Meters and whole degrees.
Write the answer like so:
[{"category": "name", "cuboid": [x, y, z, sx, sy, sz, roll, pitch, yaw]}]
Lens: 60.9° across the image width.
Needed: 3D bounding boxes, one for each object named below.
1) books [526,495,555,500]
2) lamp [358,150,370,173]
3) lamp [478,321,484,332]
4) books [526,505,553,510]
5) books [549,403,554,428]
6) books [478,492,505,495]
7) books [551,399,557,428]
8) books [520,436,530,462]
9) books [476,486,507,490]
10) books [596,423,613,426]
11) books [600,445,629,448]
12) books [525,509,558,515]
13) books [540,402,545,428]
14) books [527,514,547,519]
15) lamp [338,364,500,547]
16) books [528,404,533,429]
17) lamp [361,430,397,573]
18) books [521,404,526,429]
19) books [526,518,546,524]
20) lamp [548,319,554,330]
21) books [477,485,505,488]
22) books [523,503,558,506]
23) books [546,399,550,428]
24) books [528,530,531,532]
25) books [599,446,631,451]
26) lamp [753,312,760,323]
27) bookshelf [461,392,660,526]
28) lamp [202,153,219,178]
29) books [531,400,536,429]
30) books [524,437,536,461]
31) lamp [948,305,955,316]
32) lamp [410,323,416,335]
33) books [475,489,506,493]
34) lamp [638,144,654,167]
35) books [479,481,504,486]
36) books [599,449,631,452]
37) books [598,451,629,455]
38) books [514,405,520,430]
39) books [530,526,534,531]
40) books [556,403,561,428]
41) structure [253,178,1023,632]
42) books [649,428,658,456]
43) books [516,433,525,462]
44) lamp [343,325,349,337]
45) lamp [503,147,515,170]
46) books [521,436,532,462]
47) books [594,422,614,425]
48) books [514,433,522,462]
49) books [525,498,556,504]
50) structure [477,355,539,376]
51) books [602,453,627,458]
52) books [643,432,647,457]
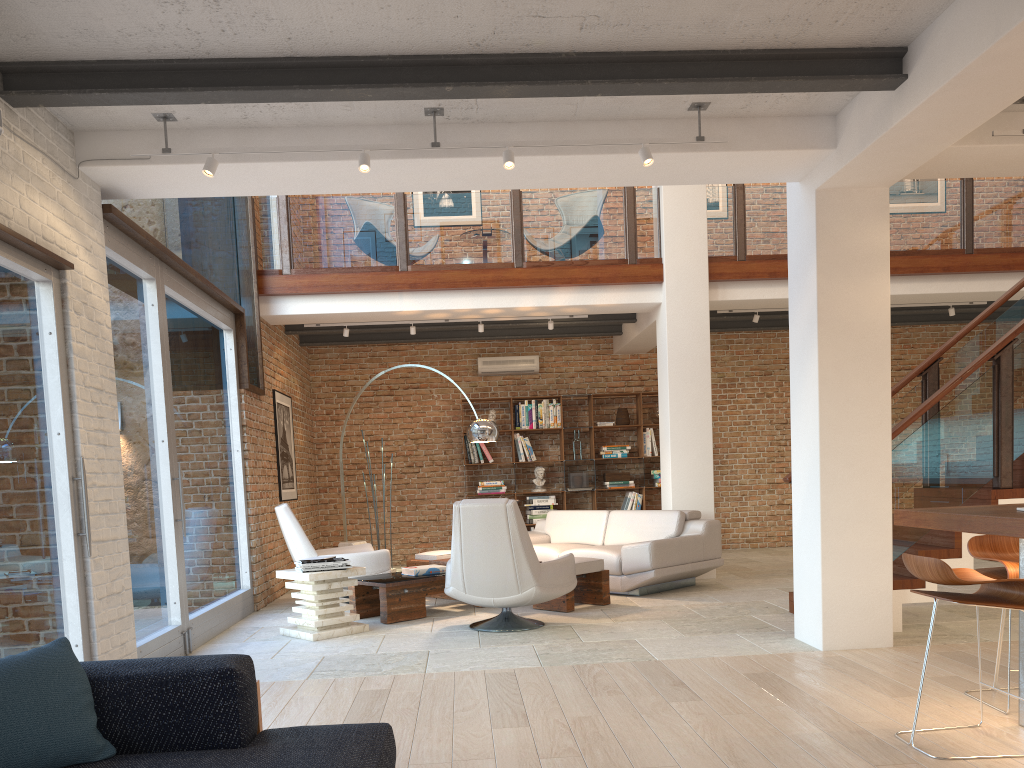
[{"category": "books", "cuboid": [0.379, 1.525, 11.716, 0.379, 0.036, 0.245, -2, -6, -3]}, {"category": "lamp", "cuboid": [-0.760, -1.151, 4.487, 0.061, 0.121, 0.086, -3, 1, -1]}, {"category": "lamp", "cuboid": [-0.340, -0.623, 9.557, 0.061, 0.129, 0.085, -3, 1, -1]}, {"category": "books", "cuboid": [0.366, 1.656, 11.700, 0.326, 0.055, 0.256, -2, -6, -8]}, {"category": "books", "cuboid": [0.518, 0.434, 11.636, 0.055, 0.330, 0.254, -3, 1, -4]}, {"category": "books", "cuboid": [-0.279, 1.462, 11.669, 0.355, 0.020, 0.273, -2, -6, -3]}, {"category": "books", "cuboid": [0.564, 0.405, 11.642, 0.036, 0.385, 0.243, -3, 1, -4]}, {"category": "books", "cuboid": [0.163, 0.869, 11.654, 0.124, 0.349, 0.271, -3, 1, -4]}, {"category": "books", "cuboid": [-0.279, 1.395, 11.650, 0.379, 0.036, 0.245, -1, -6, -10]}, {"category": "books", "cuboid": [1.235, 0.550, 11.633, 0.206, 0.034, 0.133, -2, -5, -3]}, {"category": "books", "cuboid": [1.371, 0.842, 11.724, 0.355, 0.020, 0.273, -2, -6, -5]}, {"category": "books", "cuboid": [0.395, 1.717, 11.717, 0.379, 0.064, 0.245, -1, -6, -17]}, {"category": "books", "cuboid": [0.405, 0.425, 11.634, 0.021, 0.360, 0.271, -3, 1, -4]}, {"category": "books", "cuboid": [0.386, 1.779, 11.737, 0.362, 0.055, 0.283, -2, -6, -1]}, {"category": "lamp", "cuboid": [-0.979, 0.975, 8.942, 2.038, 2.359, 0.316, -3, 4, 33]}, {"category": "books", "cuboid": [0.236, 0.446, 11.636, 0.055, 0.330, 0.254, -3, 1, -4]}, {"category": "lamp", "cuboid": [-1.673, 1.481, 10.929, 0.415, 1.827, 0.199, -5, 5, -33]}, {"category": "books", "cuboid": [0.144, 0.448, 11.613, 0.055, 0.330, 0.254, -3, 1, -4]}, {"category": "books", "cuboid": [0.391, 1.837, 11.723, 0.379, 0.064, 0.245, -2, -5, -9]}, {"category": "lamp", "cuboid": [0.427, -0.657, 9.608, 0.061, 0.116, 0.094, -2, 0, 3]}, {"category": "books", "cuboid": [-0.283, 1.369, 11.668, 0.355, 0.020, 0.273, -2, -6, -5]}, {"category": "books", "cuboid": [0.380, 1.618, 11.710, 0.444, 0.020, 0.273, -2, -6, -3]}, {"category": "books", "cuboid": [0.470, 0.409, 11.637, 0.036, 0.385, 0.243, -3, 1, -4]}, {"category": "books", "cuboid": [0.234, 2.140, 11.747, 0.055, 0.330, 0.254, -3, 1, -4]}, {"category": "books", "cuboid": [1.376, 0.868, 11.706, 0.379, 0.036, 0.245, -1, -6, -10]}, {"category": "lamp", "cuboid": [2.723, -0.739, 9.723, 0.059, 0.129, 0.086, -4, 2, -34]}, {"category": "bookshelf", "cuboid": [0.888, 1.263, 11.707, 3.032, 2.211, 0.362, -2, 4, -3]}, {"category": "lamp", "cuboid": [-1.540, -1.115, 4.451, 0.086, 0.129, 0.059, -4, 3, -43]}, {"category": "books", "cuboid": [0.283, 0.415, 11.617, 0.036, 0.385, 0.243, -3, 1, -4]}, {"category": "books", "cuboid": [0.233, 0.875, 11.653, 0.158, 0.330, 0.254, -3, 1, -4]}, {"category": "lamp", "cuboid": [4.965, -0.824, 9.843, 0.086, 0.129, 0.059, -4, 3, -43]}, {"category": "lamp", "cuboid": [-1.082, -0.599, 9.515, 0.061, 0.121, 0.086, -3, 1, -1]}, {"category": "books", "cuboid": [-0.289, 1.433, 11.659, 0.379, 0.036, 0.245, -2, -6, -8]}, {"category": "lamp", "cuboid": [0.703, -1.200, 4.570, 0.059, 0.129, 0.086, -4, 2, -34]}, {"category": "books", "cuboid": [-0.277, 1.330, 11.663, 0.326, 0.055, 0.255, -2, -6, -1]}, {"category": "books", "cuboid": [1.375, 0.897, 11.717, 0.379, 0.018, 0.245, -1, -6, -11]}, {"category": "books", "cuboid": [1.360, 0.926, 11.728, 0.379, 0.036, 0.245, -2, -6, -3]}, {"category": "books", "cuboid": [0.065, 0.453, 11.627, 0.055, 0.330, 0.254, -3, 1, -4]}, {"category": "books", "cuboid": [0.294, 2.113, 11.770, 0.079, 0.386, 0.243, -3, 1, -4]}, {"category": "books", "cuboid": [0.613, 0.433, 11.664, 0.055, 0.330, 0.254, -3, 1, -4]}, {"category": "structure", "cuboid": [2.595, -0.505, 5.047, 10.149, 4.139, 13.894, -2, -5, -3]}, {"category": "books", "cuboid": [1.891, 0.788, 11.762, 0.101, 0.385, 0.243, -3, 1, -4]}, {"category": "books", "cuboid": [0.110, 0.854, 11.640, 0.103, 0.385, 0.243, -3, 1, -4]}, {"category": "lamp", "cuboid": [-1.803, -0.568, 9.473, 0.059, 0.129, 0.086, -4, 2, -34]}, {"category": "lamp", "cuboid": [-0.018, -1.173, 4.528, 0.061, 0.129, 0.085, -3, 1, -1]}, {"category": "books", "cuboid": [0.184, 0.870, 11.664, 0.124, 0.349, 0.271, -3, 1, -4]}, {"category": "books", "cuboid": [1.228, 0.525, 11.637, 0.236, 0.019, 0.171, -1, -6, -10]}, {"category": "books", "cuboid": [0.071, 0.857, 11.661, 0.101, 0.385, 0.243, -3, 1, -4]}, {"category": "books", "cuboid": [0.386, 1.577, 11.725, 0.379, 0.064, 0.245, -2, -5, -9]}, {"category": "structure", "cuboid": [-0.050, -0.246, 11.671, 0.812, 0.220, 0.200, -2, 0, -3]}, {"category": "books", "cuboid": [1.383, 0.971, 11.725, 0.327, 0.055, 0.255, -3, -6, 7]}, {"category": "books", "cuboid": [1.763, 0.818, 11.735, 0.055, 0.330, 0.254, -3, 1, -4]}]
